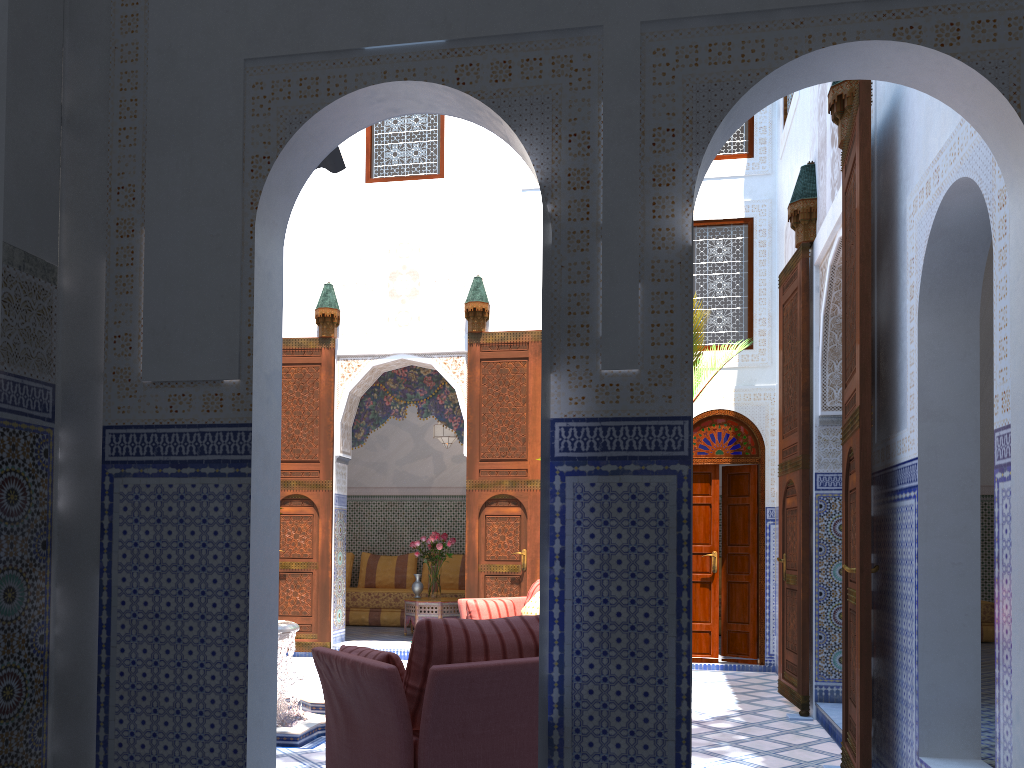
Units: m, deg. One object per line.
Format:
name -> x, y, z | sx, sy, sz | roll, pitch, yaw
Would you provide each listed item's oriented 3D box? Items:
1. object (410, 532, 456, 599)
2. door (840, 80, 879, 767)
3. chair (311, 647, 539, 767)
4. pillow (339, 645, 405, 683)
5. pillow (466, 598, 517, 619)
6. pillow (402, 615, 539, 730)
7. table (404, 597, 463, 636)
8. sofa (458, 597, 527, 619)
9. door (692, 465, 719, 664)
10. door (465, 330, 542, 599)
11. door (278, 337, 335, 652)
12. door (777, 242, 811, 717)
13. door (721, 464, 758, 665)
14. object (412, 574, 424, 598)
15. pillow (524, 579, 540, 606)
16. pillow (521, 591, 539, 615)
object -> -0.706, 1.614, 7.814 | 0.449, 0.593, 0.337 | -3, -5, 36
door -> 1.289, 0.248, 3.281 | 0.123, 2.503, 0.586 | 0, -2, 15
chair -> -0.188, 1.184, 3.023 | 0.816, 0.538, 0.732 | 6, -9, -35
pillow -> -0.481, 1.038, 3.050 | 0.188, 0.241, 0.400 | 4, -8, -34
pillow -> -0.126, 1.532, 5.718 | 0.381, 0.251, 0.189 | 6, -7, -33
pillow -> -0.105, 0.953, 2.905 | 0.584, 0.377, 0.303 | 6, -7, -35
table -> -0.678, 2.084, 7.830 | 0.537, 0.321, 0.545 | -1, -8, 10
sofa -> 0.315, 1.625, 5.414 | 0.735, 0.536, 1.374 | 5, -10, -34
door -> 1.383, 1.326, 6.471 | 0.286, 1.456, 0.124 | 0, -2, 10
door -> -0.069, 0.852, 6.657 | 0.583, 2.503, 0.124 | 0, -1, 10
door -> -1.694, 0.886, 6.923 | 0.583, 2.503, 0.124 | 0, -1, 5
door -> 1.577, 0.547, 4.903 | 0.123, 2.503, 0.586 | 0, -2, 5
door -> 1.684, 1.333, 6.491 | 0.286, 1.456, 0.024 | -1, -2, 40
object -> -0.845, 1.808, 7.846 | 0.106, 0.212, 0.107 | 0, -3, 16
pillow -> 0.285, 1.472, 5.727 | 0.302, 0.376, 0.586 | 4, -8, -34
pillow -> 0.142, 1.461, 5.596 | 0.131, 0.276, 0.304 | 2, -6, -24
